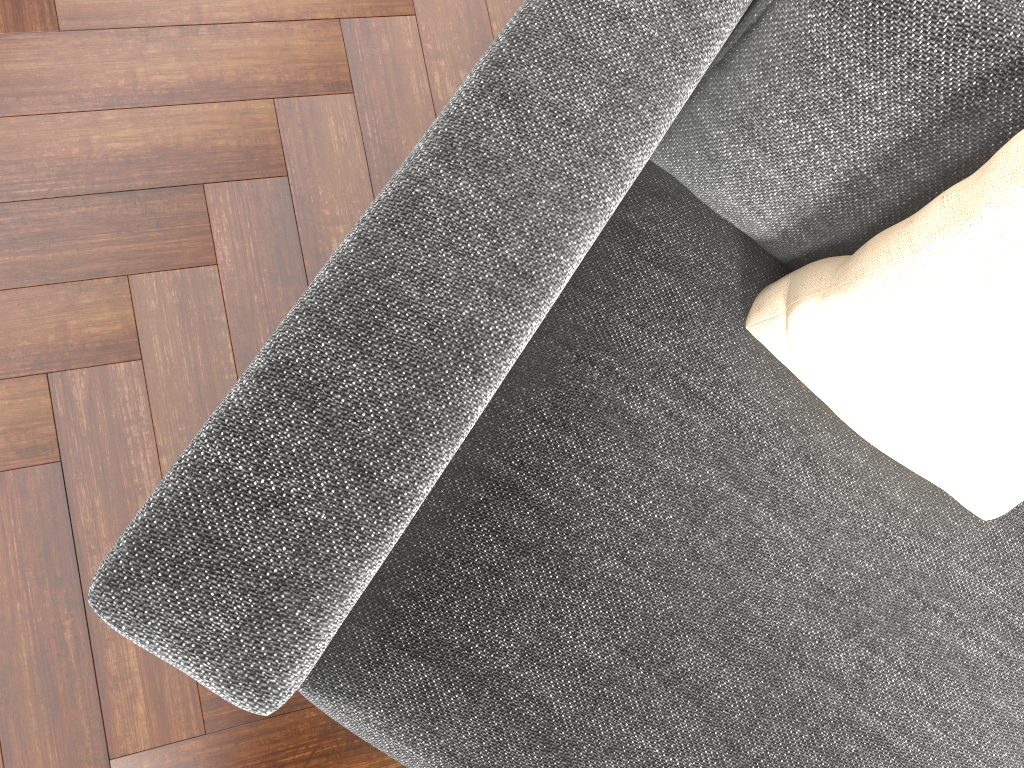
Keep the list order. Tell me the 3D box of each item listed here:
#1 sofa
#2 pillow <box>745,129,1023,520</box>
[{"bbox_3d":[0.949,0.482,1.334,2.649,0.831,1.256,35,75,-8],"label":"sofa"},{"bbox_3d":[0.601,-0.035,1.071,0.487,0.461,0.224,35,74,-8],"label":"pillow"}]
